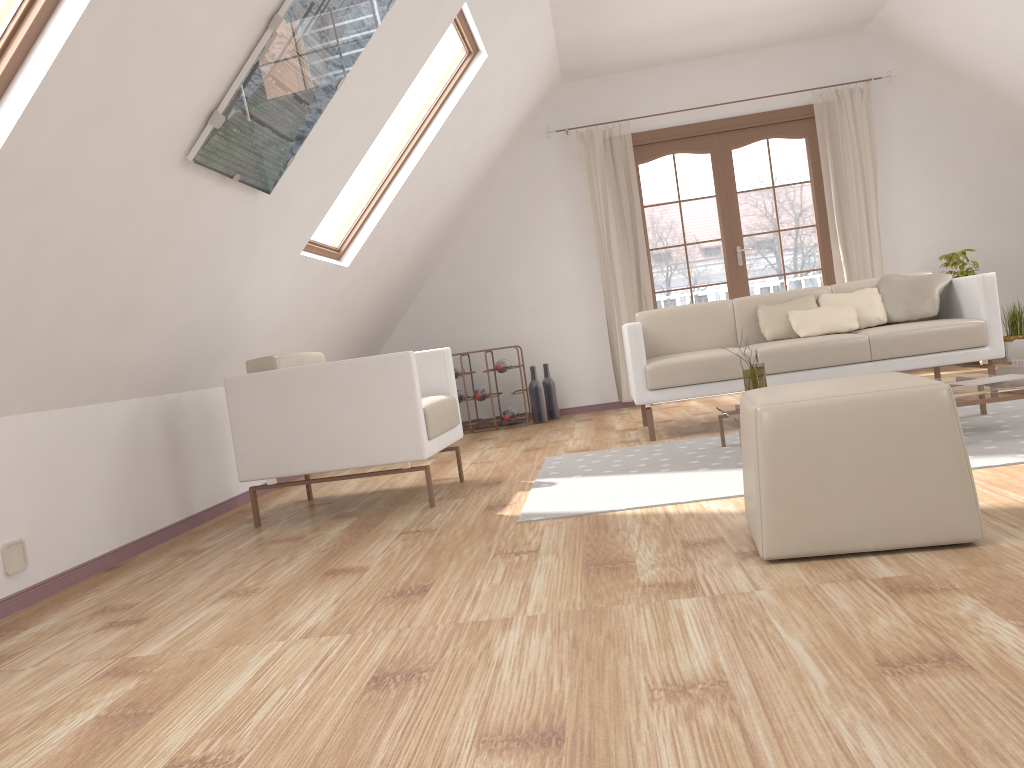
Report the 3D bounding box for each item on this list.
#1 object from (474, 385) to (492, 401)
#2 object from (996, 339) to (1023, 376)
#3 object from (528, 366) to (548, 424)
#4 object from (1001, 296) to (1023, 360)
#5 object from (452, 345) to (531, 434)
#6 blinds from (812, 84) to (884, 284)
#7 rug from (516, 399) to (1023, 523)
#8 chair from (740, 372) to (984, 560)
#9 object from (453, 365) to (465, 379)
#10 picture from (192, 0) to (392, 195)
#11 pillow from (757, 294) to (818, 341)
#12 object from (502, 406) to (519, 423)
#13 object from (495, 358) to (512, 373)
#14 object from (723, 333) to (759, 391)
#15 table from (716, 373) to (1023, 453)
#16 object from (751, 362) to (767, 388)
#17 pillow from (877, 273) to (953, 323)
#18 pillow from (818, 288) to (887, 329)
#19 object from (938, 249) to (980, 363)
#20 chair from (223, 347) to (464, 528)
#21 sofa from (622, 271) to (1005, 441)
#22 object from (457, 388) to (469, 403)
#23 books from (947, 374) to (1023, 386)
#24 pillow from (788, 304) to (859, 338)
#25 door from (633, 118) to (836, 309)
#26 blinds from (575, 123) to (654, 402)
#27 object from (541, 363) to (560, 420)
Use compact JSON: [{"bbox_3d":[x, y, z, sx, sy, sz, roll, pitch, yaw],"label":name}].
[{"bbox_3d":[-0.231,0.077,6.754,0.109,0.109,0.435,-8,2,6],"label":"object"},{"bbox_3d":[2.715,-0.102,4.625,0.212,0.267,0.315,-8,2,-7],"label":"object"},{"bbox_3d":[0.186,0.083,6.699,0.115,0.443,0.120,-8,2,0],"label":"object"},{"bbox_3d":[3.543,-0.393,6.221,0.234,0.480,0.209,-9,3,-28],"label":"object"},{"bbox_3d":[-0.320,0.059,6.804,0.854,0.608,0.417,-8,2,6],"label":"object"},{"bbox_3d":[2.613,-1.165,6.676,0.424,2.129,0.123,-8,2,1],"label":"blinds"},{"bbox_3d":[1.475,0.242,3.670,2.800,0.007,1.600,-8,2,6],"label":"rug"},{"bbox_3d":[0.855,0.186,2.293,0.506,0.394,0.506,-7,2,11],"label":"chair"},{"bbox_3d":[-0.442,-0.085,6.768,0.109,0.109,0.435,-8,2,6],"label":"object"},{"bbox_3d":[-0.686,-1.122,3.053,0.683,0.738,0.650,-8,2,6],"label":"picture"},{"bbox_3d":[1.592,-0.378,5.075,0.351,0.235,0.185,-8,2,10],"label":"pillow"},{"bbox_3d":[-0.021,0.237,6.741,0.109,0.109,0.435,-8,2,6],"label":"object"},{"bbox_3d":[-0.073,-0.135,6.728,0.109,0.109,0.435,-8,2,6],"label":"object"},{"bbox_3d":[1.014,-0.072,3.824,0.184,0.359,0.123,-10,3,-42],"label":"object"},{"bbox_3d":[1.507,0.143,3.728,1.173,0.190,0.730,-8,2,6],"label":"table"},{"bbox_3d":[1.098,-0.001,3.933,0.075,0.185,0.075,-6,3,38],"label":"object"},{"bbox_3d":[2.228,-0.494,4.955,0.269,0.276,0.424,-9,3,-34],"label":"pillow"},{"bbox_3d":[1.928,-0.422,5.034,0.351,0.225,0.196,-7,2,11],"label":"pillow"},{"bbox_3d":[3.315,-0.559,6.485,0.311,0.846,0.307,-8,2,-2],"label":"object"},{"bbox_3d":[-0.688,0.179,3.934,0.820,0.706,0.748,-8,2,9],"label":"chair"},{"bbox_3d":[1.599,-0.182,4.980,1.880,0.706,0.820,-8,2,6],"label":"sofa"},{"bbox_3d":[-0.415,0.098,6.773,0.109,0.109,0.435,-8,2,6],"label":"object"},{"bbox_3d":[1.971,-0.017,3.638,0.280,0.005,0.192,-8,2,-2],"label":"books"},{"bbox_3d":[1.732,-0.347,4.911,0.363,0.170,0.227,-7,2,11],"label":"pillow"},{"bbox_3d":[1.740,-0.956,6.907,1.546,2.001,0.098,-8,2,6],"label":"door"},{"bbox_3d":[0.844,-0.926,6.906,0.423,2.130,0.120,-8,2,4],"label":"blinds"},{"bbox_3d":[0.291,0.060,6.898,0.115,0.443,0.120,-8,2,0],"label":"object"}]
